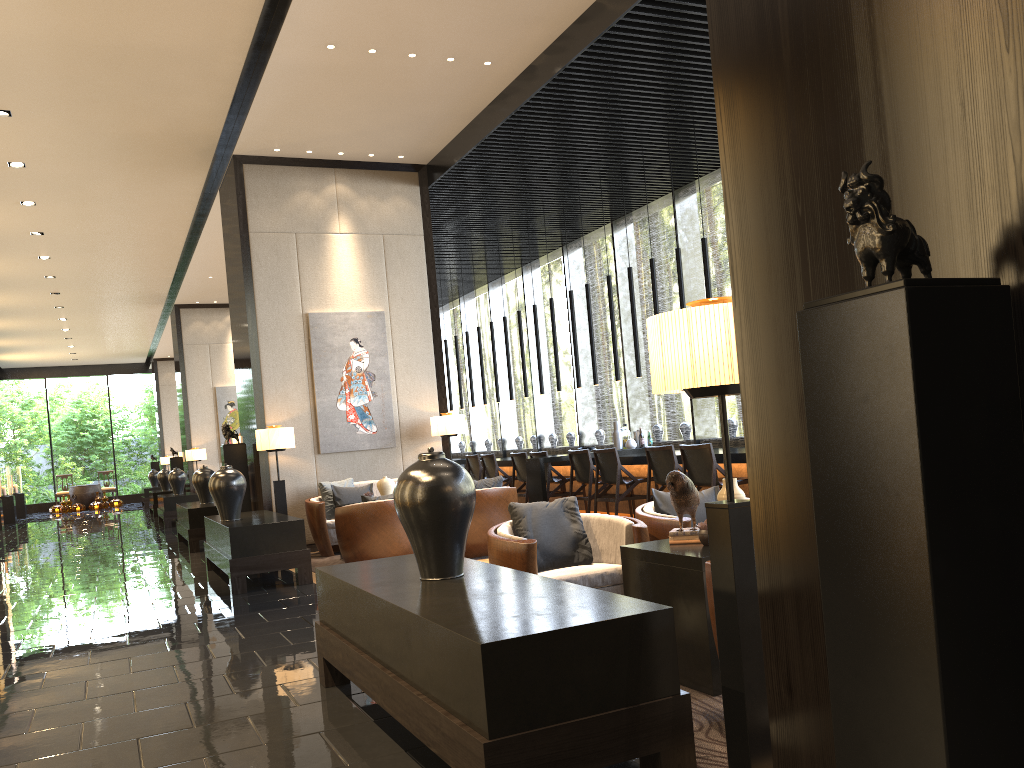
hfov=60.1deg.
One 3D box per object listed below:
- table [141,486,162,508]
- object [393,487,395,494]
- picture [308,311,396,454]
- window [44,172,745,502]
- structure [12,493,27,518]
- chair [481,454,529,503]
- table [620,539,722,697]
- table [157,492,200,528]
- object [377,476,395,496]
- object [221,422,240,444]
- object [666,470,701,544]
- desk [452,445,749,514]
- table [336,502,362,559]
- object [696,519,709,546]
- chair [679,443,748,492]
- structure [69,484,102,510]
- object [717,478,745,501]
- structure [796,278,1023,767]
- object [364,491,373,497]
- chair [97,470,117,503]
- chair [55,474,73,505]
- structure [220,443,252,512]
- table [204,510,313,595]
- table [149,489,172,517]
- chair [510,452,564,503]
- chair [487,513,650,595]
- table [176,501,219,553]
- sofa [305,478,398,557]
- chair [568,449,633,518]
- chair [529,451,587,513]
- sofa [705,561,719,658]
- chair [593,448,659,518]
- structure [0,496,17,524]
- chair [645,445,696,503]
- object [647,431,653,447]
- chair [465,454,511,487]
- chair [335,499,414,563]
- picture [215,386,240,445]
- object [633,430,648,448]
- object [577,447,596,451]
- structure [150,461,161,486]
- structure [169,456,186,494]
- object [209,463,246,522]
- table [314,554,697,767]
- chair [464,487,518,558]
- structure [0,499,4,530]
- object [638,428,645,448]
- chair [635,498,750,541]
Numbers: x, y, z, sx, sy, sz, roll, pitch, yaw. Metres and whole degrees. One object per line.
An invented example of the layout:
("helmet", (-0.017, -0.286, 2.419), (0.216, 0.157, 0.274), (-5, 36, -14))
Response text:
("table", (-9.722, 3.061, 24.100), (0.619, 0.512, 1.966), (-4, -3, -25))
("object", (-1.043, 1.033, 8.579), (0.245, 0.168, 0.246), (-4, -3, -22))
("picture", (-1.723, -0.030, 9.575), (0.833, 1.501, 0.037), (-5, 0, -25))
("window", (-5.204, 0.186, 13.744), (12.032, 4.225, 31.979), (-4, -4, -25))
("structure", (-13.475, 3.318, 24.108), (0.401, 0.657, 0.403), (-5, -1, -25))
("chair", (-0.127, 1.368, 12.322), (0.562, 0.827, 0.527), (-4, -1, -25))
("table", (1.075, 0.897, 3.748), (1.040, 0.517, 0.577), (-4, -2, -25))
("table", (-5.999, 2.245, 15.930), (0.619, 0.512, 1.966), (-4, -3, -25))
("object", (-1.201, 1.001, 8.446), (0.171, 0.236, 0.171), (-5, -1, 10))
("object", (-3.061, 0.534, 9.615), (0.176, 0.246, 0.116), (-4, -1, -25))
("object", (0.732, 0.510, 3.704), (0.174, 0.309, 0.229), (-5, -1, 21))
("desk", (-0.963, 1.636, 15.055), (1.777, 0.759, 28.818), (-4, -4, -25))
("table", (-1.086, 1.371, 8.490), (1.040, 0.517, 0.577), (-4, -2, -25))
("object", (0.795, 0.596, 3.578), (0.091, 0.112, 0.091), (-6, -2, 28))
("chair", (1.847, 0.935, 7.989), (0.562, 0.827, 0.527), (-4, -1, -25))
("structure", (-12.421, 3.303, 25.812), (0.871, 0.710, 0.877), (-3, -3, -36))
("object", (0.903, 0.516, 3.628), (0.174, 0.257, 0.174), (-5, -1, -5))
("structure", (0.714, 0.446, 1.515), (0.240, 1.217, 0.241), (-5, 0, -25))
("object", (-1.369, 1.079, 8.464), (0.091, 0.112, 0.091), (-6, -2, 28))
("chair", (-12.200, 3.155, 26.671), (0.519, 1.076, 0.537), (-5, -1, -25))
("chair", (-13.222, 3.217, 26.202), (0.519, 1.076, 0.537), (-5, -1, -25))
("structure", (-2.979, 1.256, 9.619), (0.240, 1.217, 0.241), (-5, 0, -25))
("table", (-2.286, 1.431, 7.782), (0.619, 0.512, 1.966), (-4, -3, -25))
("table", (-7.601, 2.596, 19.447), (0.619, 0.512, 1.966), (-4, -3, -25))
("chair", (0.293, 1.275, 11.400), (0.562, 0.827, 0.527), (-4, -1, -25))
("chair", (0.258, 0.969, 4.405), (0.802, 0.604, 0.608), (-4, -2, -25))
("table", (-3.888, 1.782, 11.299), (0.619, 0.512, 1.966), (-4, -3, -25))
("sofa", (-1.427, 1.362, 9.247), (1.446, 0.693, 0.604), (-4, -2, -25))
("chair", (0.951, 1.131, 9.956), (0.562, 0.827, 0.527), (-4, -1, -25))
("chair", (0.531, 1.223, 10.878), (0.562, 0.827, 0.527), (-4, -1, -25))
("sofa", (1.384, 0.743, 3.036), (1.446, 0.693, 0.604), (-4, -2, -25))
("chair", (1.189, 1.079, 9.433), (0.562, 0.827, 0.527), (-4, -1, -25))
("structure", (-12.258, 3.051, 21.438), (0.401, 0.657, 0.403), (-5, -1, -25))
("chair", (1.609, 0.987, 8.512), (0.562, 0.827, 0.527), (-4, -1, -25))
("object", (1.670, 0.664, 10.732), (0.056, 0.197, 0.056), (-5, 0, -23))
("chair", (-0.366, 1.420, 12.845), (0.562, 0.827, 0.527), (-4, -1, -25))
("chair", (-1.069, 1.272, 7.522), (0.802, 0.604, 0.608), (-4, -2, -25))
("picture", (-5.429, 0.783, 17.706), (0.833, 1.501, 0.037), (-5, 0, -25))
("object", (1.575, 0.668, 10.855), (0.168, 0.219, 0.169), (-4, -1, -29))
("object", (0.889, 0.789, 10.526), (0.227, 0.067, 0.228), (-4, -3, -22))
("structure", (-10.415, 2.887, 25.936), (0.240, 1.217, 0.241), (-5, 0, -25))
("structure", (-6.692, 2.071, 17.767), (0.240, 1.217, 0.241), (-5, 0, -25))
("object", (-2.453, 0.933, 7.651), (0.311, 0.492, 0.312), (-5, -1, -6))
("table", (-0.195, 0.972, 3.195), (0.619, 0.512, 1.966), (-4, -3, -25))
("chair", (-0.294, 1.226, 7.878), (0.802, 0.604, 0.608), (-4, -2, -25))
("structure", (-11.041, 2.784, 18.768), (0.401, 0.657, 0.403), (-5, -1, -25))
("object", (1.566, 0.652, 10.729), (0.066, 0.237, 0.067), (-5, 0, -31))
("chair", (1.033, 0.922, 4.761), (0.802, 0.604, 0.608), (-4, -2, -25))
